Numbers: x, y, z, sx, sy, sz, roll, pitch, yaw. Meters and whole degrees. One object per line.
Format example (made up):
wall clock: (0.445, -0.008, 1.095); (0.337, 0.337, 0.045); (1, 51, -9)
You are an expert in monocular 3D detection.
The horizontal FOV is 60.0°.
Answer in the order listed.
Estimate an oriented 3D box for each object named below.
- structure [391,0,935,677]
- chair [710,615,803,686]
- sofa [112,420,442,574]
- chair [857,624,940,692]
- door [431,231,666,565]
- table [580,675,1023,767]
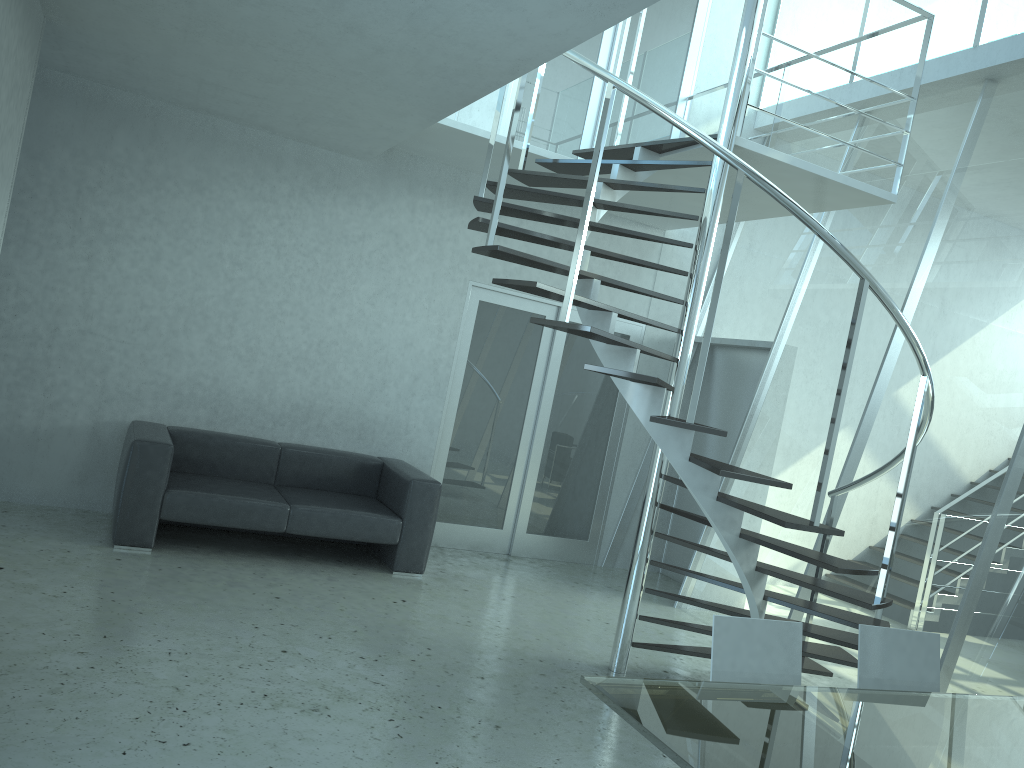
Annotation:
structure: (0.721, -0.526, 5.382); (2.655, 4.156, 3.780); (11, 1, -24)
chair: (0.813, 1.203, 2.660); (0.410, 0.857, 0.492); (11, 1, -24)
sofa: (-1.590, 0.762, 6.034); (2.025, 0.652, 0.943); (11, 1, -24)
chair: (1.382, 1.316, 2.953); (0.413, 0.857, 0.492); (11, 1, -19)
door: (0.534, 0.097, 7.982); (1.162, 3.200, 2.576); (12, 1, 23)
table: (1.252, 1.366, 2.363); (2.100, 0.720, 1.000); (11, 1, -24)
